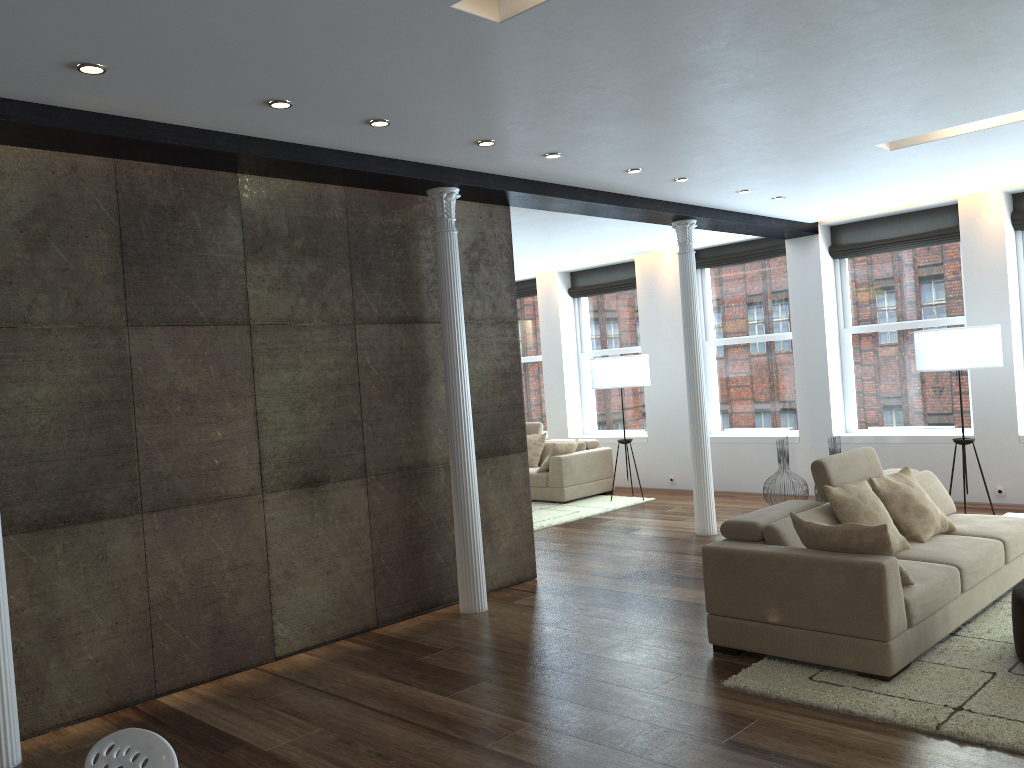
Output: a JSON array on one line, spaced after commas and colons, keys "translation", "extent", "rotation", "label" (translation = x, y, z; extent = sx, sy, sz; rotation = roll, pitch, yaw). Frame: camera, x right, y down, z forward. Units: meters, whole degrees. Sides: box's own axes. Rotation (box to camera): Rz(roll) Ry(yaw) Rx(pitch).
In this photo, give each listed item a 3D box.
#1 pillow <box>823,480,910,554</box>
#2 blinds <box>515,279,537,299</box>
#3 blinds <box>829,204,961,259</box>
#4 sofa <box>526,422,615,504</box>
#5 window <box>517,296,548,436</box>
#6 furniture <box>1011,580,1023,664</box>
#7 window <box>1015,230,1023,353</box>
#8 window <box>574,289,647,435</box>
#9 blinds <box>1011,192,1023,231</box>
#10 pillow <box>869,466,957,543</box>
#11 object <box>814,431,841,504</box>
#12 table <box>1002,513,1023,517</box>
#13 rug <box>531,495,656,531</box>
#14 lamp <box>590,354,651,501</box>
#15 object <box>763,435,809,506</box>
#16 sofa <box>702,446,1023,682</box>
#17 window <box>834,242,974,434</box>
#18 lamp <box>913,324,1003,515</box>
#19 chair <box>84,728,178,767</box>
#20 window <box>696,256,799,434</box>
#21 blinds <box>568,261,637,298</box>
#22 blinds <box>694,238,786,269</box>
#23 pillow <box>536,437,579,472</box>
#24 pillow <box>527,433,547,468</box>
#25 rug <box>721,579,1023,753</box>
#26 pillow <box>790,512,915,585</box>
[{"translation": [2.097, 0.790, 5.240], "extent": [0.534, 0.439, 0.301], "rotation": [-5, 1, -42], "label": "pillow"}, {"translation": [0.033, -1.408, 13.378], "extent": [1.442, 0.275, 0.156], "rotation": [-4, 1, 45], "label": "blinds"}, {"translation": [4.058, -1.607, 9.386], "extent": [1.431, 0.395, 0.183], "rotation": [-4, 1, 45], "label": "blinds"}, {"translation": [0.024, 1.013, 11.825], "extent": [2.581, 0.950, 1.018], "rotation": [-4, 1, 45], "label": "sofa"}, {"translation": [0.154, -0.340, 13.434], "extent": [1.444, 2.400, 0.123], "rotation": [-4, 1, 45], "label": "window"}, {"translation": [2.949, 1.146, 4.154], "extent": [1.057, 0.355, 1.057], "rotation": [-5, 1, -44], "label": "furniture"}, {"translation": [5.492, -0.684, 8.161], "extent": [1.442, 2.400, 0.123], "rotation": [-4, 1, 45], "label": "window"}, {"translation": [1.429, -0.422, 12.174], "extent": [1.345, 2.400, 0.123], "rotation": [-4, 1, 45], "label": "window"}, {"translation": [5.376, -1.685, 8.106], "extent": [1.439, 0.424, 0.156], "rotation": [-4, 1, 45], "label": "blinds"}, {"translation": [2.544, 0.764, 5.676], "extent": [0.519, 0.416, 0.368], "rotation": [-5, 1, -41], "label": "pillow"}, {"translation": [3.335, 0.879, 9.117], "extent": [0.458, 0.781, 0.458], "rotation": [-4, 1, 44], "label": "object"}, {"translation": [4.046, 1.136, 6.584], "extent": [0.900, 0.170, 0.900], "rotation": [-4, 1, 45], "label": "table"}, {"translation": [-0.842, 1.550, 10.941], "extent": [4.231, 0.020, 2.972], "rotation": [-4, 1, 45], "label": "rug"}, {"translation": [1.341, 0.534, 10.598], "extent": [0.698, 1.728, 0.698], "rotation": [-4, 1, -22], "label": "lamp"}, {"translation": [2.852, 0.913, 9.289], "extent": [0.458, 0.781, 0.458], "rotation": [-4, 1, 44], "label": "object"}, {"translation": [2.294, 0.904, 5.412], "extent": [1.021, 0.950, 2.581], "rotation": [-4, 1, 45], "label": "sofa"}, {"translation": [4.187, -0.600, 9.450], "extent": [1.432, 2.400, 0.123], "rotation": [-4, 1, 45], "label": "window"}, {"translation": [4.034, 0.361, 7.938], "extent": [0.698, 1.728, 0.698], "rotation": [-4, 1, -22], "label": "lamp"}, {"translation": [-0.983, 1.231, 1.828], "extent": [0.495, 0.835, 0.581], "rotation": [-4, 1, 45], "label": "chair"}, {"translation": [2.899, -0.517, 10.722], "extent": [1.391, 2.400, 0.123], "rotation": [-4, 1, 45], "label": "window"}, {"translation": [1.311, -1.431, 12.121], "extent": [1.342, 0.393, 0.156], "rotation": [-4, 1, 45], "label": "blinds"}, {"translation": [2.776, -1.584, 10.669], "extent": [1.396, 0.275, 0.156], "rotation": [-4, 1, 45], "label": "blinds"}, {"translation": [0.579, 0.872, 10.951], "extent": [0.395, 0.393, 0.518], "rotation": [-4, 1, 41], "label": "pillow"}, {"translation": [0.203, 0.871, 11.654], "extent": [0.534, 0.439, 0.301], "rotation": [-4, 1, 41], "label": "pillow"}, {"translation": [3.563, 1.283, 4.800], "extent": [2.972, 0.020, 4.231], "rotation": [-4, 1, 45], "label": "rug"}, {"translation": [1.736, 0.845, 4.531], "extent": [0.395, 0.393, 0.518], "rotation": [-5, 1, -42], "label": "pillow"}]
